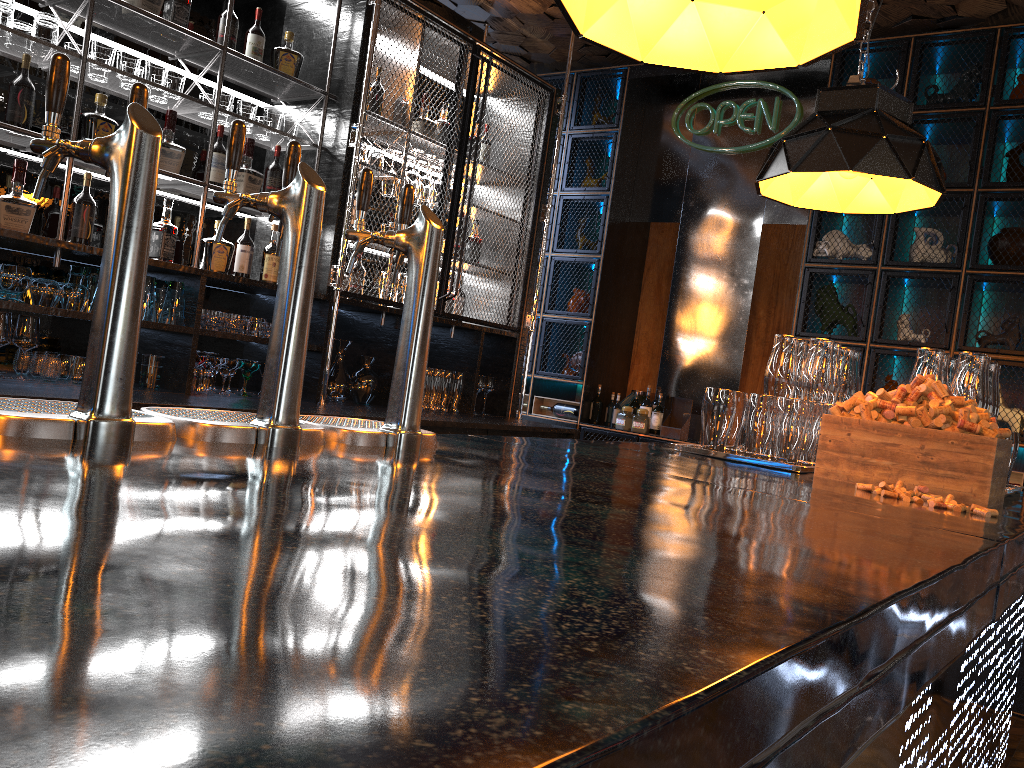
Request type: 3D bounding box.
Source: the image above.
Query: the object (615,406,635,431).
[{"bbox_3d":[0.797,0.233,5.962,0.117,0.164,0.228,9,1,38],"label":"object"}]

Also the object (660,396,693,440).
[{"bbox_3d":[1.064,0.218,5.733,0.144,0.264,0.116,9,1,36],"label":"object"}]

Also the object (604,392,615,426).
[{"bbox_3d":[0.680,0.174,6.086,0.065,0.237,0.065,8,1,-5],"label":"object"}]

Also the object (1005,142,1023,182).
[{"bbox_3d":[2.738,-1.147,4.690,0.249,0.290,0.114,9,1,36],"label":"object"}]

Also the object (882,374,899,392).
[{"bbox_3d":[2.161,0.093,4.941,0.208,0.280,0.131,8,1,18],"label":"object"}]

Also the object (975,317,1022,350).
[{"bbox_3d":[2.588,-0.253,4.717,0.212,0.220,0.119,8,1,20],"label":"object"}]

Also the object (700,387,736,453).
[{"bbox_3d":[0.644,0.119,2.793,0.105,0.209,0.105,8,1,-29],"label":"object"}]

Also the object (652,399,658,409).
[{"bbox_3d":[0.992,0.160,6.019,0.100,0.365,0.100,8,1,-10],"label":"object"}]

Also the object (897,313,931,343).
[{"bbox_3d":[2.253,-0.295,4.983,0.183,0.210,0.096,9,1,39],"label":"object"}]

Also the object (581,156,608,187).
[{"bbox_3d":[0.608,-1.461,6.228,0.290,0.290,0.097,9,1,35],"label":"object"}]

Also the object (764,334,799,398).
[{"bbox_3d":[0.907,-0.059,2.975,0.105,0.209,0.105,8,1,-29],"label":"object"}]

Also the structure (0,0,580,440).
[{"bbox_3d":[-1.935,-0.754,2.772,1.143,3.553,6.750,9,1,36],"label":"structure"}]

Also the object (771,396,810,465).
[{"bbox_3d":[0.829,0.147,2.660,0.105,0.209,0.105,8,1,11],"label":"object"}]

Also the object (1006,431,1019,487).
[{"bbox_3d":[1.759,0.271,3.196,0.105,0.209,0.105,8,1,11],"label":"object"}]

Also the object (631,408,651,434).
[{"bbox_3d":[0.851,0.243,5.820,0.106,0.164,0.106,8,1,26],"label":"object"}]

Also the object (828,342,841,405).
[{"bbox_3d":[1.055,-0.038,2.990,0.105,0.209,0.105,8,1,-29],"label":"object"}]

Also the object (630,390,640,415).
[{"bbox_3d":[0.835,0.179,6.031,0.080,0.279,0.080,8,1,-5],"label":"object"}]

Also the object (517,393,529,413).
[{"bbox_3d":[0.007,0.125,6.458,0.396,0.132,0.123,9,1,36],"label":"object"}]

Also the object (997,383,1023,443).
[{"bbox_3d":[2.558,0.140,4.702,0.341,0.303,0.164,9,1,41],"label":"object"}]

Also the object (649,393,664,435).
[{"bbox_3d":[0.975,0.200,5.917,0.080,0.279,0.080,8,1,-15],"label":"object"}]

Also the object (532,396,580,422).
[{"bbox_3d":[0.343,0.177,6.201,0.396,0.132,0.122,9,1,36],"label":"object"}]

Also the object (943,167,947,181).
[{"bbox_3d":[2.385,-1.138,4.973,0.105,0.168,0.210,9,1,36],"label":"object"}]

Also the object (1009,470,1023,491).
[{"bbox_3d":[2.447,0.493,4.626,0.396,0.132,0.123,9,1,37],"label":"object"}]

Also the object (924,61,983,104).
[{"bbox_3d":[2.460,-1.644,4.949,0.289,0.332,0.152,8,1,29],"label":"object"}]

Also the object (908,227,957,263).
[{"bbox_3d":[2.358,-0.741,4.957,0.253,0.249,0.126,8,1,6],"label":"object"}]

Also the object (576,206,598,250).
[{"bbox_3d":[0.551,-1.067,6.276,0.198,0.358,0.116,8,1,6],"label":"object"}]

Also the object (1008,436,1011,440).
[{"bbox_3d":[1.686,0.262,3.116,0.105,0.209,0.105,8,1,11],"label":"object"}]

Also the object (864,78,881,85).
[{"bbox_3d":[2.113,-1.655,5.189,0.253,0.249,0.126,8,1,6],"label":"object"}]

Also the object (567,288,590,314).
[{"bbox_3d":[0.526,-0.561,6.318,0.278,0.222,0.138,8,1,-24],"label":"object"}]

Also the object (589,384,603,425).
[{"bbox_3d":[0.584,0.143,6.090,0.080,0.279,0.080,8,1,-5],"label":"object"}]

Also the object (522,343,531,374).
[{"bbox_3d":[0.110,-0.203,6.583,0.126,0.249,0.253,8,1,11],"label":"object"}]

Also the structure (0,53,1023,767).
[{"bbox_3d":[-0.266,0.445,1.078,1.214,1.685,6.009,9,1,36],"label":"structure"}]

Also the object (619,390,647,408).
[{"bbox_3d":[0.849,0.172,6.182,0.229,0.294,0.165,8,1,5],"label":"object"}]

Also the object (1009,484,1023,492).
[{"bbox_3d":[1.602,0.345,3.210,0.437,0.019,0.273,9,1,36],"label":"object"}]

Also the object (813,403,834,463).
[{"bbox_3d":[1.012,0.168,2.865,0.105,0.209,0.105,8,1,-29],"label":"object"}]

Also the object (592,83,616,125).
[{"bbox_3d":[0.652,-1.929,6.242,0.198,0.358,0.116,9,1,36],"label":"object"}]

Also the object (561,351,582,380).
[{"bbox_3d":[0.436,-0.133,6.277,0.107,0.209,0.233,8,1,-37],"label":"object"}]

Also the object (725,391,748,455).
[{"bbox_3d":[0.706,0.126,2.890,0.105,0.209,0.105,8,1,-29],"label":"object"}]

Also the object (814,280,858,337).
[{"bbox_3d":[1.912,-0.429,5.214,0.255,0.356,0.167,9,1,41],"label":"object"}]

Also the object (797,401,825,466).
[{"bbox_3d":[0.902,0.156,2.740,0.105,0.209,0.105,8,1,11],"label":"object"}]

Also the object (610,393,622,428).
[{"bbox_3d":[0.709,0.179,6.005,0.065,0.237,0.065,8,1,5],"label":"object"}]

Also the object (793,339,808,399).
[{"bbox_3d":[0.968,-0.052,3.069,0.105,0.209,0.105,8,1,-29],"label":"object"}]

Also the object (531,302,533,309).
[{"bbox_3d":[0.181,-0.648,6.541,0.290,0.290,0.097,8,1,-15],"label":"object"}]

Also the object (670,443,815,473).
[{"bbox_3d":[0.744,0.230,2.754,0.437,0.019,0.273,9,1,36],"label":"object"}]

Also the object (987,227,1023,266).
[{"bbox_3d":[2.663,-0.696,4.700,0.265,0.239,0.266,8,1,15],"label":"object"}]

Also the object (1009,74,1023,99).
[{"bbox_3d":[2.788,-1.538,4.688,0.278,0.222,0.138,9,1,37],"label":"object"}]

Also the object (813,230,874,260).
[{"bbox_3d":[1.969,-0.785,5.200,0.403,0.221,0.192,8,1,6],"label":"object"}]

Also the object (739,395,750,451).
[{"bbox_3d":[0.833,0.141,3.012,0.105,0.209,0.105,8,1,-29],"label":"object"}]

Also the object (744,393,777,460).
[{"bbox_3d":[0.777,0.138,2.772,0.105,0.209,0.105,8,1,-29],"label":"object"}]

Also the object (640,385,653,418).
[{"bbox_3d":[0.903,0.165,5.959,0.086,0.313,0.086,8,1,-10],"label":"object"}]
